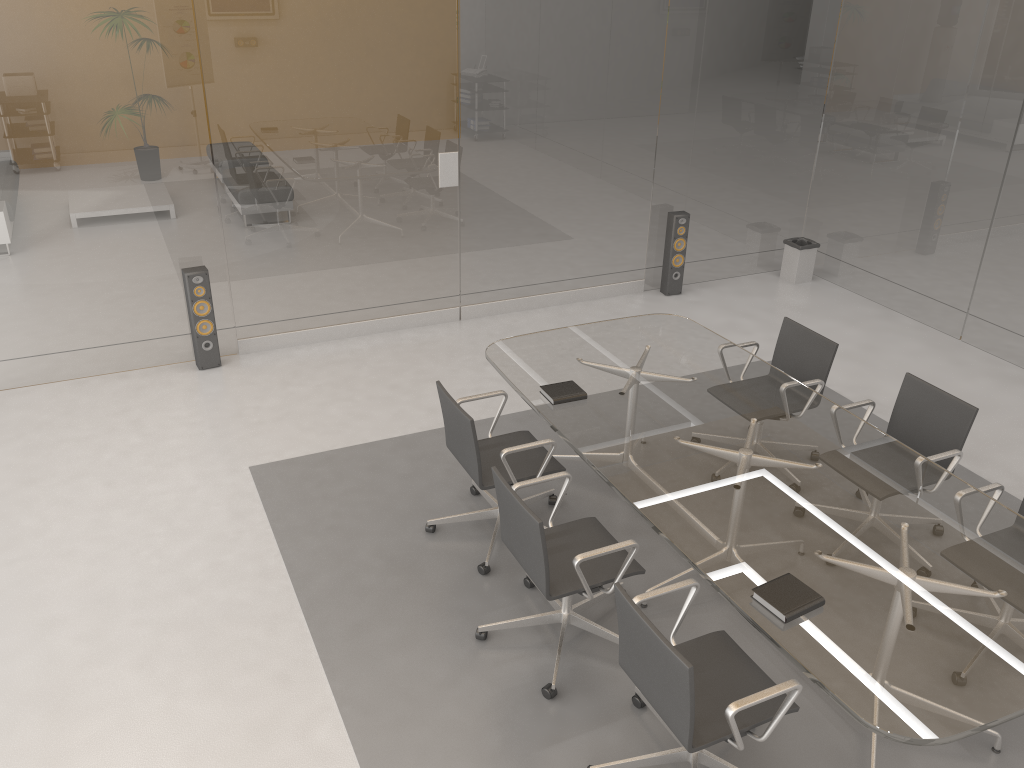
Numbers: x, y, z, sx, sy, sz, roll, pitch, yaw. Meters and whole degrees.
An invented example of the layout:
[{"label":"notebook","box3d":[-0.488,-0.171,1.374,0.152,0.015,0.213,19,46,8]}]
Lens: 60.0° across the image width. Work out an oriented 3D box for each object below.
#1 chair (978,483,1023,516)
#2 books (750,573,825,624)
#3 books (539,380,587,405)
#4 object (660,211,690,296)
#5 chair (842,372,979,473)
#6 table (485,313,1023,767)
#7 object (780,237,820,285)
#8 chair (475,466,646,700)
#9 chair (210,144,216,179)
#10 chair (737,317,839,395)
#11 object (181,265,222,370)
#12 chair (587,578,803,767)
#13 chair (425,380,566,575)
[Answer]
[{"label":"chair","box3d":[2.075,0.788,3.645,0.710,0.805,0.731,-21,34,-37]},{"label":"books","box3d":[0.925,0.718,2.977,0.183,0.032,0.164,-14,30,-28]},{"label":"books","box3d":[0.248,0.042,4.301,0.183,0.032,0.164,-10,29,-21]},{"label":"object","box3d":[1.384,-1.101,7.516,0.152,0.706,0.124,-8,28,-18]},{"label":"chair","box3d":[1.800,0.441,4.330,0.710,0.805,0.731,-21,34,-37]},{"label":"table","box3d":[1.021,0.607,4.047,1.372,0.721,3.054,-11,29,-23]},{"label":"object","box3d":[2.576,-1.110,7.970,0.233,0.363,0.233,-11,29,-22]},{"label":"chair","box3d":[0.265,0.721,3.699,0.710,0.805,0.731,-21,34,-37]},{"label":"chair","box3d":[-3.291,-2.606,10.642,0.575,0.423,1.012,-11,29,-23]},{"label":"chair","box3d":[1.386,0.114,4.967,0.710,0.805,0.731,-21,34,-37]},{"label":"object","box3d":[-2.109,-0.442,6.038,0.152,0.706,0.124,-13,30,-27]},{"label":"chair","box3d":[0.684,1.047,3.065,0.710,0.805,0.731,-21,34,-37]},{"label":"chair","box3d":[-0.017,0.375,4.381,0.710,0.805,0.731,-21,34,-37]}]
